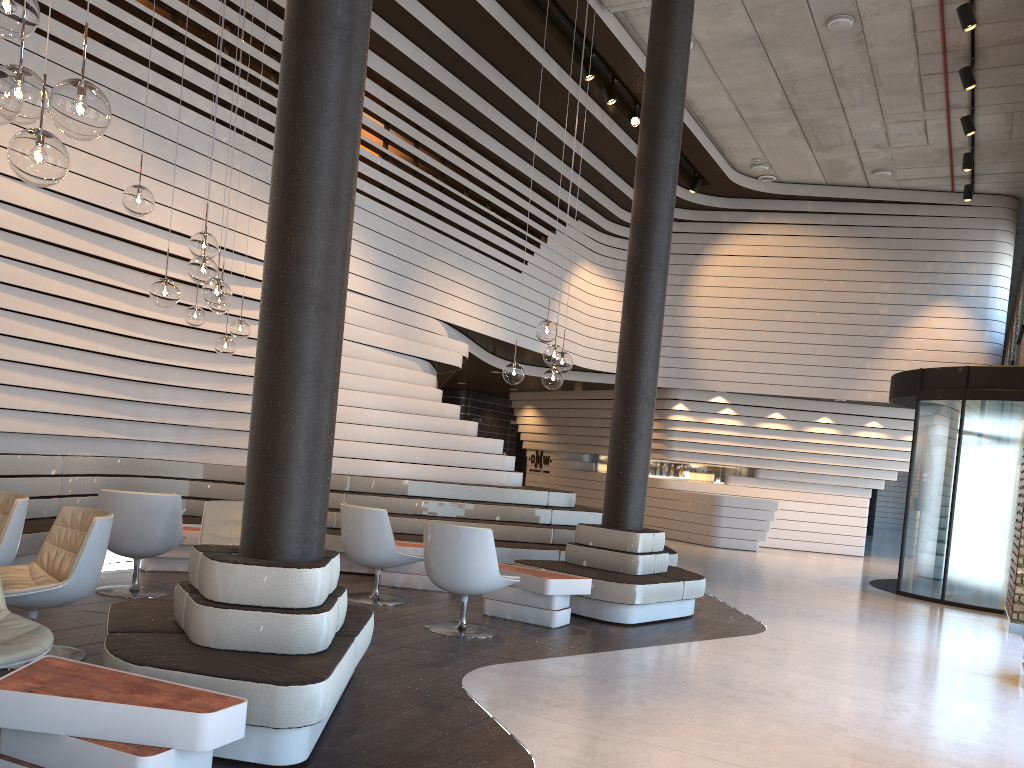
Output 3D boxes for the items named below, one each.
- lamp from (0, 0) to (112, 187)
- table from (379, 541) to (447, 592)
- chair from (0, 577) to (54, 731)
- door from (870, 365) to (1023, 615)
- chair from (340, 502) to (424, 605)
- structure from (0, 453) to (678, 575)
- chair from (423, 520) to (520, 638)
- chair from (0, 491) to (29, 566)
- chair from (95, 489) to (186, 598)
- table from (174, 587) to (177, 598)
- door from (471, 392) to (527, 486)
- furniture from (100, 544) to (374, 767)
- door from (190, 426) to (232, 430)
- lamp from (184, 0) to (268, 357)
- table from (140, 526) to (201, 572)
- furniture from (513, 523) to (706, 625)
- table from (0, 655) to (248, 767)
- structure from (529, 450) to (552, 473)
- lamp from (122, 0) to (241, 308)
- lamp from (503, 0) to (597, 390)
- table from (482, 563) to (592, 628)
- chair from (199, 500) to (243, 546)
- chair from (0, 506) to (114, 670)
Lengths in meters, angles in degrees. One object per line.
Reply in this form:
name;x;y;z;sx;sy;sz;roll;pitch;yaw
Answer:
lamp;-1.249;-2.941;2.566;0.545;4.683;0.292;6;2;13
table;-0.842;1.658;8.008;0.905;0.371;0.414;5;-2;1
chair;-2.161;0.955;3.331;0.711;0.767;0.656;5;-1;31
door;6.408;1.409;11.198;3.206;2.856;3.252;4;-2;35
chair;-1.070;1.370;7.176;0.657;0.767;0.710;4;-2;44
structure;-3.816;0.783;4.090;5.777;0.928;18.229;3;-5;24
chair;-0.318;1.366;6.270;0.657;0.767;0.710;5;-1;29
chair;-3.177;0.998;5.013;0.657;0.767;0.710;5;-1;35
chair;-2.777;1.161;6.557;0.656;0.767;0.711;6;-1;-18
table;-1.542;1.365;5.214;0.905;0.371;0.414;7;-2;-25
door;-0.259;1.563;20.484;1.773;2.706;0.079;5;1;33
furniture;-1.351;1.116;4.091;1.274;0.722;1.776;5;-4;-1
door;-3.691;0.776;11.052;0.971;2.109;0.162;6;1;28
lamp;-2.211;-2.585;7.111;0.532;4.722;0.332;5;2;-10
table;-2.891;1.445;7.735;0.905;0.371;0.414;7;-2;-25
furniture;1.004;1.624;7.637;1.770;0.723;1.278;7;-4;-26
table;-1.380;1.193;2.922;0.906;0.371;0.414;4;-2;21
structure;0.609;1.701;19.370;0.017;0.470;0.802;4;-2;-36
lamp;-1.716;-2.797;4.973;0.309;4.749;0.661;6;2;37
lamp;1.687;-1.717;12.063;9.042;4.617;41.950;4;-5;28
table;0.121;1.658;6.915;0.907;0.371;0.413;3;-3;30
chair;-1.808;1.204;5.979;0.656;0.767;0.711;6;-1;-22
chair;-2.468;1.025;4.539;0.710;0.767;0.657;6;-2;-42
